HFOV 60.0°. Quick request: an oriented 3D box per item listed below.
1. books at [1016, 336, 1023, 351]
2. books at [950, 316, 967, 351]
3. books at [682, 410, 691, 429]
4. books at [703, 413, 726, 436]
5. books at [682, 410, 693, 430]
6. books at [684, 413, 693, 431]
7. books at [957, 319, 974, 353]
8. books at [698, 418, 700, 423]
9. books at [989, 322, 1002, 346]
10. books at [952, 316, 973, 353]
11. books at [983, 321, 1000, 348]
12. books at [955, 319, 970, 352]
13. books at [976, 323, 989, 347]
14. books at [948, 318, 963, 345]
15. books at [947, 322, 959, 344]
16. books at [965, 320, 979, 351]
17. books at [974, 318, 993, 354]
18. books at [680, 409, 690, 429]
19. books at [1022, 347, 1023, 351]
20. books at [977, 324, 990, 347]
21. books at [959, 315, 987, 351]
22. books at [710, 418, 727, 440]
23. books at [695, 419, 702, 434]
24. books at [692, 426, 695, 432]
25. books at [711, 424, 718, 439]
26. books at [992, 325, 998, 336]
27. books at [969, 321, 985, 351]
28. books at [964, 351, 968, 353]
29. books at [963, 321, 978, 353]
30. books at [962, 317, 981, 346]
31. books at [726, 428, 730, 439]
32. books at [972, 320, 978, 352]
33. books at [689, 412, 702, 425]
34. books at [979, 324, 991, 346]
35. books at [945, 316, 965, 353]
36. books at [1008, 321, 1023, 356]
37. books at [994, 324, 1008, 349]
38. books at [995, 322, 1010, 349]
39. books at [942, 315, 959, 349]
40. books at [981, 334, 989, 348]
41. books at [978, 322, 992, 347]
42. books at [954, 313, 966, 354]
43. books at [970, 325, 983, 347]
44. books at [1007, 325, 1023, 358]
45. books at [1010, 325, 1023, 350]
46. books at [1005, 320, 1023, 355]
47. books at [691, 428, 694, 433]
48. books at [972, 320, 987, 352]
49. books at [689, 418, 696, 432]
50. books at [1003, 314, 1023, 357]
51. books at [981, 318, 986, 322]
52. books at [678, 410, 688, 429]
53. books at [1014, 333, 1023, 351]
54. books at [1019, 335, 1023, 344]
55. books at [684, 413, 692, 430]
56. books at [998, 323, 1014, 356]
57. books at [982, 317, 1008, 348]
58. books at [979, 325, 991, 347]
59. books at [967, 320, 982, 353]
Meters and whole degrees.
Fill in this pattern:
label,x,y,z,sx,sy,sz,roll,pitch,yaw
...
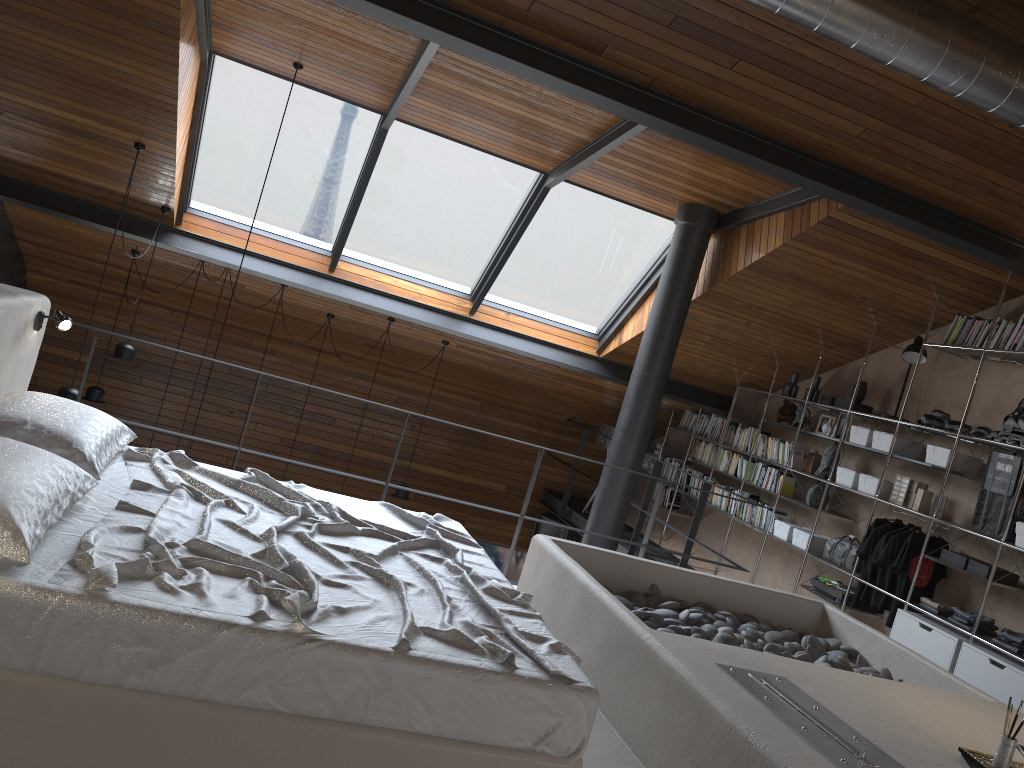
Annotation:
label,x,y,z,sx,sy,sz,roll,pitch,yaw
books,3.296,-0.296,5.597,0.148,0.229,0.073,16,2,-17
books,3.161,-0.345,6.176,0.148,0.229,0.073,16,2,-17
books,1.917,0.401,9.436,0.148,0.229,0.073,16,2,-17
books,2.048,0.435,8.986,0.142,0.264,0.088,16,2,-17
books,1.924,0.405,9.410,0.160,0.228,0.080,16,2,-17
books,1.926,0.417,9.374,0.146,0.208,0.071,16,2,-17
books,3.169,-0.329,6.114,0.146,0.208,0.071,16,2,-17
books,1.947,0.447,9.160,0.111,0.171,0.056,16,2,-17
books,3.226,-0.299,5.847,0.138,0.189,0.065,16,2,-17
books,3.168,-0.341,6.150,0.160,0.228,0.080,16,2,-17
books,3.206,-0.306,5.863,0.111,0.194,0.059,16,2,-17
books,3.154,-0.331,6.123,0.130,0.202,0.063,16,2,-17
books,3.191,-0.305,5.938,0.117,0.180,0.059,16,2,-17
books,3.147,-0.343,6.189,0.149,0.202,0.067,16,2,-17
books,3.134,-0.335,6.202,0.131,0.178,0.057,16,2,-17
books,3.182,-0.319,6.032,0.139,0.199,0.074,16,2,-17
books,3.212,-0.319,5.951,0.161,0.220,0.074,16,2,-17
books,1.912,0.398,9.475,0.169,0.229,0.077,16,2,-17
books,3.345,-0.284,5.599,0.191,0.249,0.077,16,2,-17
books,3.187,-0.302,5.927,0.112,0.173,0.054,16,2,-17
books,3.175,-0.342,6.081,0.143,0.233,0.081,16,2,-17
books,2.109,0.467,8.849,0.191,0.244,0.075,16,2,-17
books,1.964,0.452,9.118,0.112,0.173,0.054,16,2,-17
books,1.944,0.444,9.187,0.112,0.173,0.054,16,2,-17
books,2.069,0.483,8.823,0.131,0.178,0.057,16,2,-17
books,3.207,-0.294,5.859,0.112,0.173,0.054,16,2,-17
books,3.181,-0.318,5.996,0.127,0.197,0.063,16,2,-17
books,3.174,-0.341,6.168,0.148,0.229,0.073,16,2,-17
books,3.171,-0.323,6.047,0.127,0.197,0.063,16,2,-17
books,3.182,-0.335,6.068,0.129,0.226,0.069,16,2,-17
books,2.138,0.515,8.582,0.131,0.181,0.014,16,2,-17
books,3.183,-0.321,6.062,0.130,0.201,0.063,16,2,-17
books,1.938,0.411,9.328,0.129,0.226,0.069,16,2,-17
books,3.190,-0.301,5.910,0.112,0.174,0.054,16,2,-17
books,3.155,-0.347,6.215,0.169,0.229,0.077,16,2,-17
books,3.287,-0.285,5.681,0.155,0.212,0.073,16,2,-17
books,3.246,-0.291,5.807,0.120,0.186,0.064,16,2,-17
books,3.260,-0.300,5.792,0.137,0.213,0.068,16,2,-17
books,3.132,-0.356,6.236,0.148,0.229,0.073,16,2,-17
books,3.202,-0.297,5.893,0.112,0.173,0.054,16,2,-17
books,3.197,-0.310,5.917,0.111,0.194,0.059,16,2,-17
books,3.167,-0.356,6.255,0.206,0.249,0.074,16,2,-17
books,3.175,-0.305,5.987,0.119,0.169,0.058,16,2,-17
books,3.283,-0.279,5.703,0.137,0.198,0.063,16,2,-17
books,3.283,-0.301,5.641,0.148,0.229,0.073,16,2,-17
books,3.271,-0.293,5.711,0.117,0.218,0.073,16,2,-17
books,1.948,0.441,9.198,0.117,0.180,0.059,16,2,-17
books,3.194,-0.316,5.969,0.125,0.204,0.072,16,2,-17
books,1.932,0.441,9.247,0.119,0.169,0.058,16,2,-17
books,3.291,-0.311,5.726,0.142,0.264,0.088,16,2,-17
books,3.204,-0.322,6.022,0.177,0.214,0.064,16,2,-17
books,1.889,0.390,9.496,0.148,0.229,0.073,16,2,-17
books,3.305,-0.280,5.641,0.164,0.214,0.066,16,2,-17
books,3.309,-0.279,5.632,0.170,0.214,0.065,16,2,-16
books,1.911,0.415,9.383,0.130,0.202,0.063,16,2,-17
books,3.254,-0.288,5.766,0.126,0.194,0.064,16,2,-17
books,3.214,-0.319,5.874,0.122,0.227,0.076,16,2,-17
books,3.190,-0.299,5.900,0.111,0.171,0.056,16,2,-17
books,3.172,-0.321,6.005,0.127,0.197,0.063,16,2,-17
